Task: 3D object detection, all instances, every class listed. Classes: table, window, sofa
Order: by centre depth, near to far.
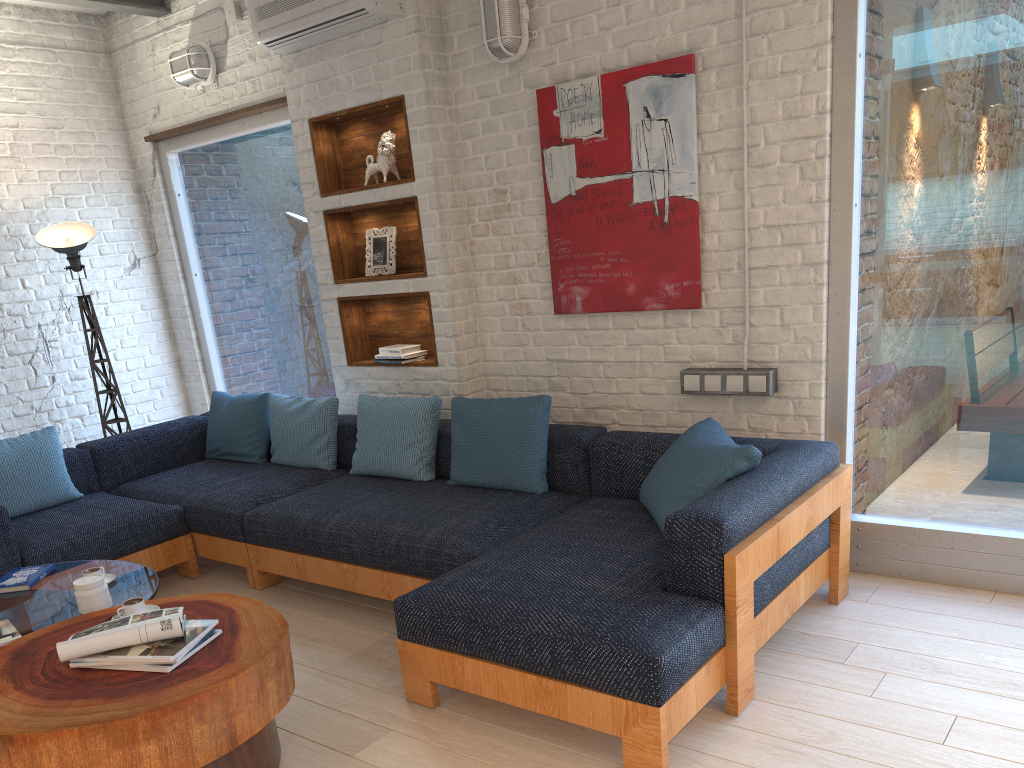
[{"bbox_3d":[2.664,-2.394,1.785,12.236,6.715,0.620,3,19,37],"label":"window"},{"bbox_3d":[-1.509,1.008,2.861,1.808,0.468,1.042,3,14,43],"label":"table"},{"bbox_3d":[-0.878,0.670,3.796,3.919,0.692,2.005,1,13,38],"label":"sofa"}]

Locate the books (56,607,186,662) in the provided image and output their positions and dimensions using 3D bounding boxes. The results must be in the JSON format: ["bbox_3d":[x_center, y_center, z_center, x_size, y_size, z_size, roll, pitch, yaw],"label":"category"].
[{"bbox_3d":[-1.122,0.724,2.540,0.319,0.114,0.263,-9,11,-18],"label":"books"}]

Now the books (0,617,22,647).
[{"bbox_3d":[-1.776,0.838,2.805,0.310,0.011,0.248,-13,12,-37],"label":"books"}]

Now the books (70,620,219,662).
[{"bbox_3d":[-1.051,0.736,2.506,0.319,0.011,0.241,-4,10,13],"label":"books"}]

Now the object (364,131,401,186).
[{"bbox_3d":[-0.656,-1.124,4.359,0.213,0.254,0.108,9,22,44],"label":"object"}]

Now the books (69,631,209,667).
[{"bbox_3d":[-1.056,0.746,2.515,0.319,0.011,0.241,-5,9,8],"label":"books"}]

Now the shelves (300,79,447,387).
[{"bbox_3d":[-0.649,-0.712,4.527,0.761,1.494,0.184,6,22,36],"label":"shelves"}]

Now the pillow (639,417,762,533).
[{"bbox_3d":[0.687,0.345,3.228,0.377,0.343,0.539,-6,12,-1],"label":"pillow"}]

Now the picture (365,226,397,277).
[{"bbox_3d":[-0.680,-0.694,4.572,0.193,0.256,0.097,2,19,28],"label":"picture"}]

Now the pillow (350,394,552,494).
[{"bbox_3d":[-0.318,0.255,4.093,1.202,0.437,0.244,2,17,37],"label":"pillow"}]

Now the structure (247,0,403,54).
[{"bbox_3d":[-0.879,-1.744,4.034,0.808,0.230,0.192,2,16,37],"label":"structure"}]

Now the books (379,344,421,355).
[{"bbox_3d":[-0.599,-0.184,4.663,0.129,0.035,0.203,-15,13,-41],"label":"books"}]

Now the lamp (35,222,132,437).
[{"bbox_3d":[-2.265,-0.056,5.352,0.871,1.931,0.479,-3,18,11],"label":"lamp"}]

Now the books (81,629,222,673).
[{"bbox_3d":[-1.051,0.766,2.530,0.319,0.011,0.241,-3,10,18],"label":"books"}]

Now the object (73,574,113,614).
[{"bbox_3d":[-1.441,0.721,2.991,0.105,0.113,0.105,-16,17,-34],"label":"object"}]

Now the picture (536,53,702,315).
[{"bbox_3d":[0.451,-0.797,3.722,0.737,1.005,0.018,5,21,36],"label":"picture"}]

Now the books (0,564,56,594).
[{"bbox_3d":[-1.892,0.752,3.364,0.162,0.024,0.222,-7,9,-3],"label":"books"}]

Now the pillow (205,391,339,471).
[{"bbox_3d":[-1.376,0.257,4.921,1.098,0.418,0.233,2,17,36],"label":"pillow"}]

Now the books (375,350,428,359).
[{"bbox_3d":[-0.592,-0.157,4.666,0.234,0.020,0.165,2,12,40],"label":"books"}]

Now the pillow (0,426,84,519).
[{"bbox_3d":[-2.483,0.456,4.372,0.221,0.427,0.535,7,18,37],"label":"pillow"}]

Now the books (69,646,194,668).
[{"bbox_3d":[-1.066,0.755,2.534,0.319,0.011,0.241,-5,9,8],"label":"books"}]

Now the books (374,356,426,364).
[{"bbox_3d":[-0.604,-0.130,4.677,0.157,0.018,0.248,-14,12,-41],"label":"books"}]

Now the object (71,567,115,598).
[{"bbox_3d":[-1.505,0.720,3.208,0.269,0.060,0.148,0,12,31],"label":"object"}]

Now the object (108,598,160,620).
[{"bbox_3d":[-1.217,0.721,2.790,0.175,0.058,0.140,-1,12,27],"label":"object"}]
